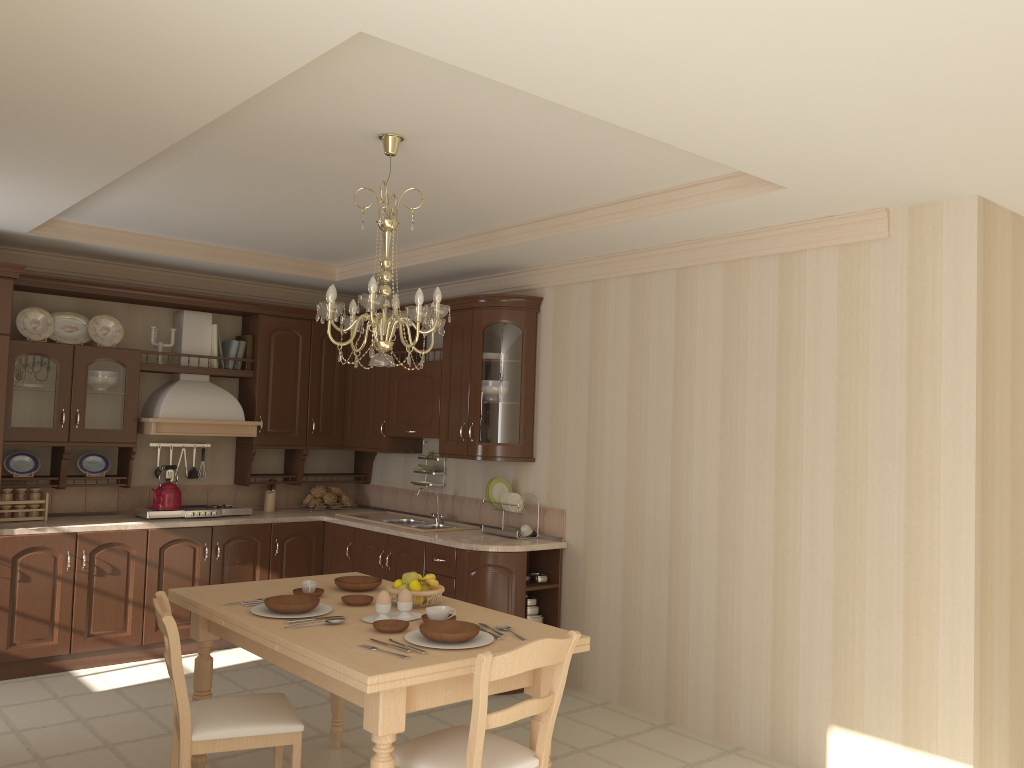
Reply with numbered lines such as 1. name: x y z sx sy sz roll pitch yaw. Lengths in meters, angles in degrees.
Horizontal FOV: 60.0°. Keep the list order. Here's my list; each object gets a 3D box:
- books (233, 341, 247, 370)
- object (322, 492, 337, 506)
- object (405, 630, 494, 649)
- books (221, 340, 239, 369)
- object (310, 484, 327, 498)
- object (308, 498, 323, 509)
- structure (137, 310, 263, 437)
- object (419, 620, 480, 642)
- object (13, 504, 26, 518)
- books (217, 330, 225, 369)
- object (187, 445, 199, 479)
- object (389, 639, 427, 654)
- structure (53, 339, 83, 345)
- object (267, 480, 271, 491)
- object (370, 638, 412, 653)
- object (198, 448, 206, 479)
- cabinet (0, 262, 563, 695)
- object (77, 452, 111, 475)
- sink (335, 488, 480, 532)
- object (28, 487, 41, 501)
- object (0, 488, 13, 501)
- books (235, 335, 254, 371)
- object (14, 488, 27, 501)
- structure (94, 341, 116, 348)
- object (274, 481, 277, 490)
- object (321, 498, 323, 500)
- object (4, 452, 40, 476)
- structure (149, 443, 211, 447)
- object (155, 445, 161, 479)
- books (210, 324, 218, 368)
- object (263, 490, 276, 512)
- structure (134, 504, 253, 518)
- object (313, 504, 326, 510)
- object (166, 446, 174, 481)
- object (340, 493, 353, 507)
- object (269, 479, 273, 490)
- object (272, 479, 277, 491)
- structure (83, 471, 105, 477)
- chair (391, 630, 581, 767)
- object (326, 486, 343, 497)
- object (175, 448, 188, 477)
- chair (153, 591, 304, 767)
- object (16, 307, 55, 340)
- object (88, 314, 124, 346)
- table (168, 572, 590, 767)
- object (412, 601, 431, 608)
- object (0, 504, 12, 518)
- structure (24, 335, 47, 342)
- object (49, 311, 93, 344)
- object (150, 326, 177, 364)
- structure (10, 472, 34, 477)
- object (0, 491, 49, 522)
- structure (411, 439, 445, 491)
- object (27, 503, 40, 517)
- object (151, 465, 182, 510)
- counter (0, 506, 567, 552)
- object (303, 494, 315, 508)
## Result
1. books: -1.964 -0.199 6.295 0.080 0.209 0.205 4 -4 -41
2. object: -1.365 0.859 6.646 0.110 0.102 0.115 3 -3 -12
3. object: -0.209 0.852 2.968 0.299 0.009 0.299 0 -3 28
4. books: -2.009 -0.202 6.269 0.086 0.209 0.205 4 -4 -41
5. object: -1.447 0.804 6.639 0.100 0.105 0.118 -1 -4 44
6. object: -1.461 0.891 6.592 0.104 0.092 0.114 2 -3 6
7. structure: -2.128 -0.076 6.016 0.753 0.845 0.455 4 -4 -41
8. object: -0.209 0.834 2.969 0.204 0.042 0.204 1 -3 19
9. object: -2.968 0.767 5.346 0.068 0.088 0.068 3 -3 -25
10. books: -2.078 -0.239 6.218 0.068 0.271 0.194 4 -4 -41
11. object: -2.226 0.546 6.198 0.088 0.236 0.028 4 -4 -41
12. object: -0.340 0.843 2.857 0.022 0.008 0.218 4 -4 -38
13. structure: -2.785 -0.305 5.572 0.154 0.126 0.080 4 -4 -41
14. object: -1.773 0.795 6.441 0.027 0.198 0.053 0 -3 33
15. object: -0.396 0.841 2.860 0.212 0.008 0.018 -1 -4 44
16. object: -2.172 0.560 6.227 0.049 0.219 0.049 1 -3 27
17. cabinet: -1.676 0.536 5.116 3.226 2.313 2.436 4 -4 -41
18. object: -2.669 0.510 5.663 0.202 0.143 0.071 5 -4 -43
19. sink: -0.726 0.867 6.006 0.448 0.348 1.077 4 -4 -41
20. object: -2.910 0.672 5.407 0.068 0.088 0.068 3 -3 -25
21. object: -3.020 0.662 5.296 0.068 0.088 0.068 3 -3 -25
22. books: -1.916 -0.218 6.341 0.052 0.254 0.205 4 -4 -41
23. object: -2.965 0.667 5.351 0.068 0.088 0.068 3 -3 -25
24. structure: -2.597 -0.294 5.662 0.110 0.126 0.080 4 -4 -41
25. object: -1.744 0.784 6.493 0.022 0.159 0.050 1 -3 19
26. object: -1.440 0.851 6.715 0.110 0.092 0.113 1 -3 11
27. object: -2.980 0.486 5.397 0.202 0.143 0.071 5 -4 -43
28. structure: -2.292 0.423 6.137 0.422 0.020 0.008 4 -4 -41
29. object: -2.402 0.527 6.027 0.048 0.231 0.015 4 -4 -39
30. books: -2.102 -0.259 6.189 0.042 0.305 0.194 4 -4 -41
31. object: -1.756 0.848 6.448 0.078 0.148 0.151 2 -3 -3
32. structure: -2.102 0.845 5.905 0.710 0.054 0.325 4 -4 -41
33. object: -1.445 0.913 6.634 0.119 0.058 0.114 1 -3 14
34. object: -2.342 0.545 6.083 0.051 0.245 0.003 4 -4 -41
35. object: -1.256 0.880 6.739 0.097 0.106 0.117 2 -3 5
36. object: -1.768 0.786 6.471 0.027 0.191 0.052 2 -3 5
37. object: -1.739 0.792 6.455 0.027 0.198 0.053 0 -3 33
38. structure: -2.665 0.527 5.660 0.110 0.126 0.080 4 -4 -41
39. chair: -0.116 1.211 2.882 0.517 0.846 0.462 -1 -4 42
40. object: -1.353 0.815 6.743 0.125 0.078 0.112 -1 -4 44
41. object: -2.283 0.542 6.133 0.089 0.195 0.005 4 -4 -41
42. chair: -1.048 1.196 3.216 0.517 0.846 0.462 3 -3 -24
43. object: -2.902 -0.369 5.404 0.220 0.210 0.068 5 -4 -43
44. object: -2.595 -0.345 5.668 0.220 0.210 0.068 5 -4 -43
45. table: -0.591 1.252 3.370 0.900 0.774 1.567 4 -4 -41
46. object: -0.388 0.874 3.535 0.128 0.011 0.128 2 -3 0
47. object: -3.023 0.763 5.291 0.068 0.088 0.068 3 -3 -25
48. structure: -2.899 -0.318 5.401 0.110 0.126 0.080 4 -4 -41
49. object: -2.785 -0.353 5.579 0.342 0.209 0.073 4 -4 -40
50. object: -2.359 -0.252 5.910 0.174 0.248 0.163 1 -3 12
51. structure: -2.977 0.502 5.394 0.110 0.126 0.080 4 -4 -41
52. object: -2.970 0.739 5.347 0.140 0.170 0.276 -1 -4 45
53. structure: -0.588 0.568 6.223 0.131 0.361 0.256 4 -4 -41
54. object: -2.914 0.772 5.402 0.068 0.088 0.068 3 -3 -25
55. object: -2.228 0.667 5.739 0.181 0.282 0.227 3 -3 -17
56. counter: -1.453 0.891 5.287 2.603 0.034 2.422 4 -4 -41
57. object: -1.516 0.874 6.637 0.092 0.109 0.123 1 -3 17
